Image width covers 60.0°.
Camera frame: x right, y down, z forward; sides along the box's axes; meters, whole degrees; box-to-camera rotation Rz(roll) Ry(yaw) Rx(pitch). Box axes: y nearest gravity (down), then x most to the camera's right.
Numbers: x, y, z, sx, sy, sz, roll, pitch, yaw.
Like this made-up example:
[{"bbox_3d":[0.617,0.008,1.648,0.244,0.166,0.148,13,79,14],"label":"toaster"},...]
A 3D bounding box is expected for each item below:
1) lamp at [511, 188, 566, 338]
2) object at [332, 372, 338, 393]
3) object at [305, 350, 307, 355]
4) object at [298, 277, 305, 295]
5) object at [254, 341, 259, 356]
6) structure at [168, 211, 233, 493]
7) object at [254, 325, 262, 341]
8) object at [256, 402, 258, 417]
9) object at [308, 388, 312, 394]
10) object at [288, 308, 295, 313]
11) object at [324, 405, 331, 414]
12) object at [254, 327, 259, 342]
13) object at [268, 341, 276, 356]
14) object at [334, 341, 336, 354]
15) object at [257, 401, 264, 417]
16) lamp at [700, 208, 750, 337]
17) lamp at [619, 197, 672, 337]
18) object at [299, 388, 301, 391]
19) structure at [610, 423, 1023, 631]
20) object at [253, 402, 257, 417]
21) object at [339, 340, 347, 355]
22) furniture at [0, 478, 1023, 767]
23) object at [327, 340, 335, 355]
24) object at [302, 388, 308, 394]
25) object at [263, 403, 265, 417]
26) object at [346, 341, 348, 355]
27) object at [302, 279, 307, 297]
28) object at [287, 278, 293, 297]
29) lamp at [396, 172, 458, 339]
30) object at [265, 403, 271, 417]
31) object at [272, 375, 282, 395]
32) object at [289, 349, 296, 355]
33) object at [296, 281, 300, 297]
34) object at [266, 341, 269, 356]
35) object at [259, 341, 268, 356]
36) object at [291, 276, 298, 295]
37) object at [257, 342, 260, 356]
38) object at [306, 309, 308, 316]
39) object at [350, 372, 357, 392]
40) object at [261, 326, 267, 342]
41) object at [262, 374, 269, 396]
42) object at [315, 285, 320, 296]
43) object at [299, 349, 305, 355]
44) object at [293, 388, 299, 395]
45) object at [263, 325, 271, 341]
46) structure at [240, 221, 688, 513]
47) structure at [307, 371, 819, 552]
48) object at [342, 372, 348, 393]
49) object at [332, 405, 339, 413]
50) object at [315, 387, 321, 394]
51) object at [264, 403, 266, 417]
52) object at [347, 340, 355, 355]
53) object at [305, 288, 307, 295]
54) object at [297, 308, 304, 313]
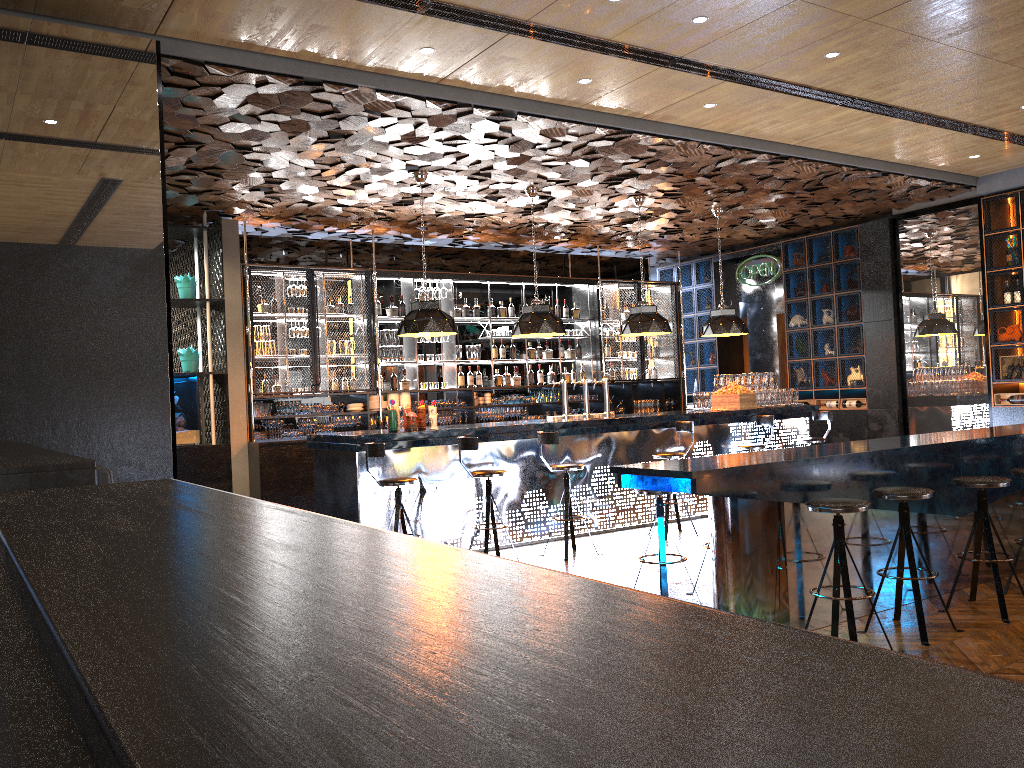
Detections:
[{"bbox_3d":[0.250,-1.300,9.466,0.582,1.564,0.607,-2,-1,-33],"label":"lamp"},{"bbox_3d":[-2.171,-0.013,10.871,0.075,0.261,0.075,-3,-1,16],"label":"object"},{"bbox_3d":[-2.517,-0.375,10.733,0.077,0.080,0.077,-3,-1,22],"label":"object"},{"bbox_3d":[-2.513,-1.171,10.601,0.081,0.213,0.081,-2,-1,-27],"label":"object"},{"bbox_3d":[-3.002,-0.409,10.338,0.092,0.182,0.092,-2,-1,-38],"label":"object"},{"bbox_3d":[-5.131,-0.068,8.956,4.269,3.734,0.705,-2,-1,-33],"label":"structure"},{"bbox_3d":[-2.968,-0.593,10.367,0.092,0.182,0.092,-2,-1,-38],"label":"object"},{"bbox_3d":[-2.929,0.291,10.216,0.067,0.174,0.067,-3,-1,-8],"label":"object"},{"bbox_3d":[-2.454,0.087,10.702,0.077,0.080,0.077,-3,-1,23],"label":"object"},{"bbox_3d":[-2.637,-0.868,10.602,0.077,0.080,0.077,-2,-1,-42],"label":"object"},{"bbox_3d":[-2.197,0.301,10.567,0.078,0.103,0.078,-3,-1,10],"label":"object"},{"bbox_3d":[-3.025,-0.589,10.447,0.092,0.182,0.092,-2,-1,-38],"label":"object"},{"bbox_3d":[-2.825,-0.416,10.440,0.092,0.182,0.092,-2,-1,-38],"label":"object"},{"bbox_3d":[-2.213,-0.437,10.911,0.092,0.182,0.092,-2,-1,-38],"label":"object"},{"bbox_3d":[-2.881,0.288,10.156,0.067,0.174,0.067,-3,-1,6],"label":"object"},{"bbox_3d":[2.593,-1.384,10.981,0.582,1.564,0.607,-2,-1,-33],"label":"lamp"},{"bbox_3d":[1.486,-1.347,10.123,0.582,1.564,0.607,-2,-1,-33],"label":"lamp"},{"bbox_3d":[-2.590,0.094,10.703,0.077,0.080,0.077,-3,-1,7],"label":"object"},{"bbox_3d":[2.847,0.888,6.197,4.941,0.998,0.673,-2,-1,-33],"label":"structure"},{"bbox_3d":[-2.942,0.290,10.103,0.067,0.174,0.067,-2,-1,-25],"label":"object"},{"bbox_3d":[-2.078,-0.443,10.907,0.092,0.182,0.092,-2,-1,-38],"label":"object"},{"bbox_3d":[0.127,0.864,0.744,1.802,1.137,7.087,-2,-1,-33],"label":"furniture"},{"bbox_3d":[-2.206,-0.439,10.797,0.092,0.182,0.092,-2,-1,-38],"label":"object"},{"bbox_3d":[-2.472,0.086,10.588,0.077,0.080,0.077,-3,-1,43],"label":"object"},{"bbox_3d":[-2.859,0.301,10.290,0.051,0.152,0.058,-3,-1,19],"label":"object"},{"bbox_3d":[-2.030,-0.444,11.026,0.092,0.182,0.092,-2,-1,-38],"label":"object"},{"bbox_3d":[-2.518,-1.168,10.769,0.081,0.213,0.081,-2,-1,-27],"label":"object"},{"bbox_3d":[-2.672,-1.163,10.670,0.081,0.213,0.081,-2,-1,-27],"label":"object"},{"bbox_3d":[-0.851,-1.236,8.605,0.582,1.606,0.607,-2,-1,-33],"label":"lamp"},{"bbox_3d":[-2.802,0.296,10.185,0.051,0.152,0.058,-2,-1,-28],"label":"object"},{"bbox_3d":[-2.775,0.017,10.460,0.108,0.244,0.108,-2,-1,-19],"label":"object"},{"bbox_3d":[-2.620,-0.372,10.596,0.077,0.080,0.077,-2,-1,-21],"label":"object"},{"bbox_3d":[-2.591,-1.166,10.722,0.081,0.213,0.081,-2,-1,-27],"label":"object"},{"bbox_3d":[-2.887,-0.412,10.515,0.092,0.182,0.092,-2,-1,-38],"label":"object"},{"bbox_3d":[-2.915,-0.412,10.395,0.092,0.182,0.092,-2,-1,-38],"label":"object"},{"bbox_3d":[-2.594,-1.168,10.549,0.081,0.213,0.081,-2,-1,-27],"label":"object"},{"bbox_3d":[-2.972,-0.408,10.471,0.092,0.182,0.092,-2,-1,-38],"label":"object"},{"bbox_3d":[-2.473,-0.872,10.823,0.077,0.080,0.077,-3,-1,3],"label":"object"},{"bbox_3d":[-1.970,-0.021,11.003,0.075,0.260,0.075,-3,-1,16],"label":"object"},{"bbox_3d":[-2.933,-0.592,10.494,0.092,0.182,0.092,-2,-1,-38],"label":"object"},{"bbox_3d":[-2.886,0.012,10.378,0.075,0.260,0.075,-3,-1,1],"label":"object"},{"bbox_3d":[-2.364,-1.176,10.697,0.081,0.213,0.081,-2,-1,-27],"label":"object"},{"bbox_3d":[-2.515,-0.376,10.618,0.077,0.080,0.077,-3,-1,35],"label":"object"},{"bbox_3d":[-2.566,0.090,10.541,0.077,0.080,0.077,-3,-1,7],"label":"object"},{"bbox_3d":[-2.887,-0.596,10.429,0.092,0.182,0.092,-2,-1,-38],"label":"object"},{"bbox_3d":[-0.242,-0.160,11.892,6.750,3.553,1.143,-2,-1,-33],"label":"structure"},{"bbox_3d":[0.890,0.688,9.635,6.009,1.685,1.214,-2,-1,-33],"label":"structure"},{"bbox_3d":[-2.068,-0.018,10.964,0.075,0.260,0.075,-3,-1,16],"label":"object"},{"bbox_3d":[-2.109,0.299,10.615,0.078,0.099,0.078,-3,-1,24],"label":"object"},{"bbox_3d":[-2.346,0.082,10.706,0.077,0.080,0.077,-2,-1,-45],"label":"object"},{"bbox_3d":[-2.830,0.298,10.237,0.058,0.152,0.051,-2,-1,-29],"label":"object"},{"bbox_3d":[-1.987,-0.447,10.941,0.092,0.182,0.092,-2,-1,-38],"label":"object"},{"bbox_3d":[-2.441,-1.174,10.648,0.081,0.213,0.081,-2,-1,-27],"label":"object"},{"bbox_3d":[-2.538,-0.872,10.642,0.077,0.080,0.077,-3,-1,3],"label":"object"}]
